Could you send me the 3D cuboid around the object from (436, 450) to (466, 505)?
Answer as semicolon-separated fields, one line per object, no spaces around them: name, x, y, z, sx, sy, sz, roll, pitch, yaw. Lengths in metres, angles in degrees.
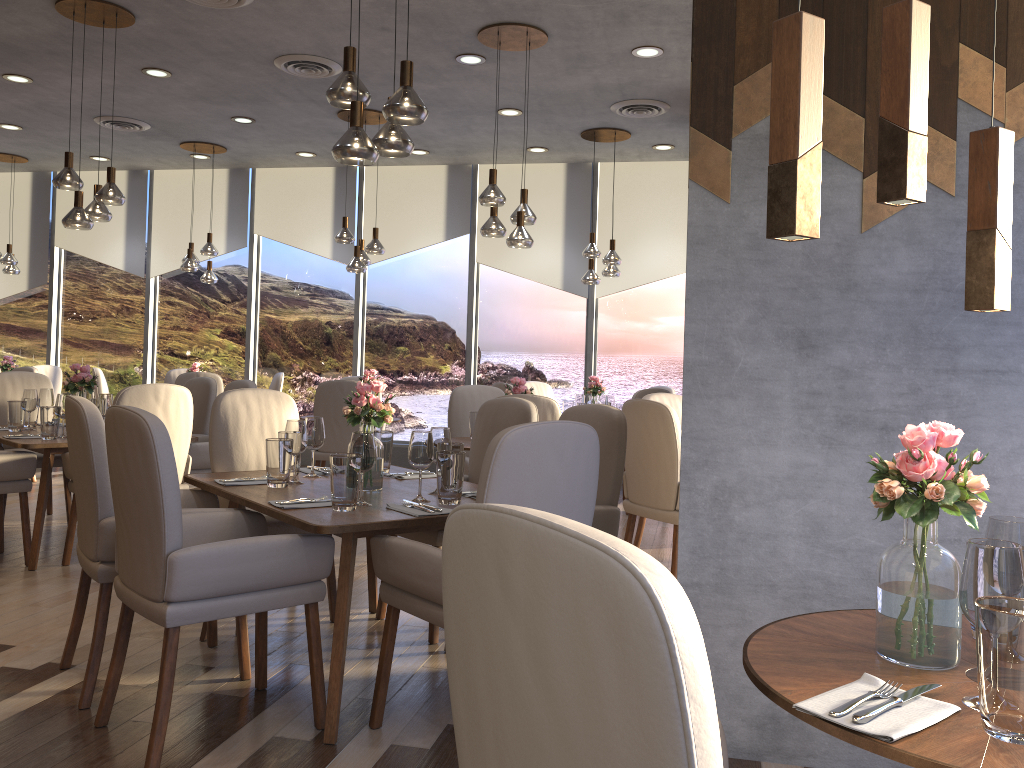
object;-0.212;0.322;3.046;0.102;0.178;0.102;2;0;-42

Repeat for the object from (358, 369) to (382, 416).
object;-1.193;0.081;7.402;0.210;0.416;0.198;2;0;-16

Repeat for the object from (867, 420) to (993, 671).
object;0.715;0.270;1.531;0.210;0.416;0.198;2;0;-11

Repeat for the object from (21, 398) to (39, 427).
object;-3.012;0.179;5.540;0.102;0.178;0.102;2;0;-37

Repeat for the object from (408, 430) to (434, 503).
object;-0.317;0.286;3.076;0.092;0.244;0.092;2;0;32

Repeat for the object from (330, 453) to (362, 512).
object;-0.536;0.316;2.850;0.102;0.178;0.102;2;0;-8

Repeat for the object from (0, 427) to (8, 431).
object;-3.062;0.263;5.292;0.255;0.019;0.157;1;2;-44

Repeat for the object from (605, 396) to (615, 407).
object;0.846;0.224;7.672;0.092;0.244;0.092;1;-1;42

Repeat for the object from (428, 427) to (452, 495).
object;-0.268;0.283;3.265;0.092;0.244;0.092;2;0;-10

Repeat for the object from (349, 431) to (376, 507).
object;-0.500;0.283;2.954;0.092;0.244;0.092;2;0;8

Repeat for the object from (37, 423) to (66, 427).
object;-2.931;0.259;5.683;0.157;0.019;0.255;1;2;-43

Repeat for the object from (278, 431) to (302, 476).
object;-0.915;0.287;3.654;0.102;0.178;0.102;2;0;-7

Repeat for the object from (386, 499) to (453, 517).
object;-0.310;0.402;2.909;0.157;0.019;0.255;1;2;-38

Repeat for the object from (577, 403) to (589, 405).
object;0.599;0.252;7.534;0.102;0.178;0.102;2;0;-16

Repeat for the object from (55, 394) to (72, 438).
object;-2.487;0.177;4.917;0.092;0.244;0.092;2;0;-2

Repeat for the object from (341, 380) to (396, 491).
object;-0.541;0.191;3.329;0.210;0.416;0.198;2;0;-11

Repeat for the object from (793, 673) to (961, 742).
object;0.551;0.468;1.311;0.255;0.019;0.157;1;2;-39

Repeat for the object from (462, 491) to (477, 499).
object;-0.105;0.401;3.267;0.255;0.019;0.157;1;2;-36

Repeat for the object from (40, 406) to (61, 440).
object;-2.506;0.211;4.809;0.102;0.178;0.102;2;0;12

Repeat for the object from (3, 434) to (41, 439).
object;-2.655;0.285;4.889;0.255;0.019;0.157;1;2;-44

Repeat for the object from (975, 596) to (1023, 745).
object;0.693;0.394;1.221;0.102;0.178;0.102;2;0;-3

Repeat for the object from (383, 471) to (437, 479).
object;-0.436;0.380;3.736;0.255;0.019;0.157;1;2;-36

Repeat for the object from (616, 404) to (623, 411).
object;0.944;0.261;7.625;0.102;0.178;0.102;2;0;38

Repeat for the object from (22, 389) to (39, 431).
object;-2.895;0.155;5.321;0.092;0.244;0.092;2;0;4

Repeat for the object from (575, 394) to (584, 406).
object;0.600;0.212;7.864;0.092;0.244;0.092;2;0;-7

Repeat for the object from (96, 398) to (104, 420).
object;-2.698;0.184;5.777;0.102;0.178;0.102;2;0;-29

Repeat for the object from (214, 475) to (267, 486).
object;-1.005;0.369;3.418;0.255;0.019;0.157;1;1;-34

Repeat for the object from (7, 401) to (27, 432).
object;-2.914;0.190;5.213;0.102;0.178;0.102;2;0;-28

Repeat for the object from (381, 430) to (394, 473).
object;-0.566;0.294;3.837;0.102;0.178;0.102;2;0;-29

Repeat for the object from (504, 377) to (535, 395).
object;0.039;0.160;5.567;0.210;0.416;0.198;2;0;-31

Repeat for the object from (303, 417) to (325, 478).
object;-0.811;0.258;3.617;0.092;0.244;0.092;2;0;14

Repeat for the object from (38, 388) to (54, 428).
object;-2.903;0.151;5.520;0.092;0.244;0.092;2;0;28

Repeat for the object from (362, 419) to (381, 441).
object;-0.598;0.262;3.733;0.092;0.244;0.092;2;0;12

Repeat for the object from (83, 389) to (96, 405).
object;-2.712;0.153;5.669;0.092;0.244;0.092;2;0;25

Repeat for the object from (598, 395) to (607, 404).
object;0.808;0.218;7.899;0.092;0.244;0.092;2;0;14

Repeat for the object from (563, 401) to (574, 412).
object;0.501;0.241;7.912;0.102;0.178;0.102;2;0;29

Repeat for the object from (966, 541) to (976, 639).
object;0.907;0.391;1.663;0.102;0.178;0.102;2;0;-29

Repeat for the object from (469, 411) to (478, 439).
object;-0.226;0.267;5.676;0.102;0.178;0.102;2;0;-8

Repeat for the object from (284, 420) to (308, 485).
object;-0.836;0.262;3.419;0.092;0.244;0.092;2;0;8

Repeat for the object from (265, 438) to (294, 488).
object;-0.872;0.296;3.315;0.102;0.178;0.102;2;0;2

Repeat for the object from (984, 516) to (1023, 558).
object;0.875;0.360;1.559;0.092;0.244;0.092;2;0;35

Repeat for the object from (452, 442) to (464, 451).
object;-0.236;0.314;3.369;0.102;0.178;0.102;2;0;-29

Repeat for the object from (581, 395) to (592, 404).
object;0.640;0.219;7.636;0.092;0.244;0.092;2;0;-7

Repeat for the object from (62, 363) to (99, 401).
object;-2.588;0.083;5.312;0.210;0.416;0.198;2;0;-31

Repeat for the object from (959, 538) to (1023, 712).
object;0.720;0.360;1.328;0.092;0.244;0.092;2;0;3

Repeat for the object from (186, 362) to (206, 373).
object;-3.109;-0.008;8.701;0.198;0.416;0.210;2;0;9

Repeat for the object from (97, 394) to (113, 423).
object;-2.327;0.179;5.067;0.092;0.244;0.092;2;0;-22

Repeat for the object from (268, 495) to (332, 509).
object;-0.669;0.390;2.953;0.255;0.019;0.157;1;1;-34

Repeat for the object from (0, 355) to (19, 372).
object;-5.445;-0.100;9.568;0.210;0.416;0.197;2;0;34

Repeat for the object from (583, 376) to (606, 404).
object;0.726;0.133;7.775;0.198;0.416;0.210;2;0;-41
